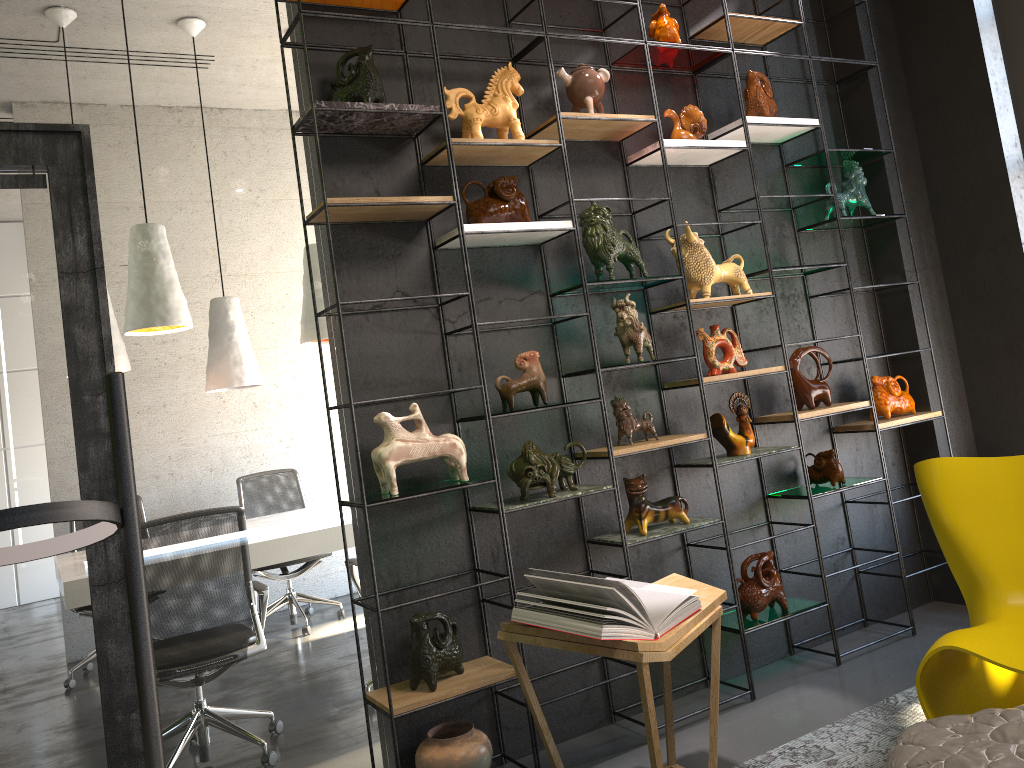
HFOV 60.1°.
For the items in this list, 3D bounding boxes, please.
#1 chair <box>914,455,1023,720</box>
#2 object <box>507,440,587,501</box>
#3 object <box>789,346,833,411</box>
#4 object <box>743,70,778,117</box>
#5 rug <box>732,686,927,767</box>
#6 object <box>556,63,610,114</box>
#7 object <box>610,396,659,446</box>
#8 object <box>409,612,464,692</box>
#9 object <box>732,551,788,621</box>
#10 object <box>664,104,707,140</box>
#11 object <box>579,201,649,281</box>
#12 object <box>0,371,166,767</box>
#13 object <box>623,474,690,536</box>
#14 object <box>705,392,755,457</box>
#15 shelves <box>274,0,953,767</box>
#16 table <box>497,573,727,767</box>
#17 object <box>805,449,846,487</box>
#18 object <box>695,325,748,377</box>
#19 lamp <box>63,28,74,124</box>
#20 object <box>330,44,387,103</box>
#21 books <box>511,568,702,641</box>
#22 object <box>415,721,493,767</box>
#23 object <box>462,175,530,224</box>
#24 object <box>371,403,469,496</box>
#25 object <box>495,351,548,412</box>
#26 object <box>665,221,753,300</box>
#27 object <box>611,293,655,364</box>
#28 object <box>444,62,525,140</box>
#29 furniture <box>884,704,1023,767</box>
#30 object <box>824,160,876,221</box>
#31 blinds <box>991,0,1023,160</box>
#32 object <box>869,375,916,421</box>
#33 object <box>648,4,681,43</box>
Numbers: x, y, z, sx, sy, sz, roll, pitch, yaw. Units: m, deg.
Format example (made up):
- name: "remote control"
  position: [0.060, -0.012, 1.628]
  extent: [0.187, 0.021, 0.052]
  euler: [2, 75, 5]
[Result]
- name: "chair"
  position: [1.727, 0.687, 2.922]
  extent: [0.654, 0.901, 1.070]
  euler: [-10, -3, 31]
- name: "object"
  position: [0.115, 0.314, 3.345]
  extent: [0.190, 0.222, 0.403]
  euler: [-10, -3, 30]
- name: "object"
  position: [1.377, -0.028, 4.104]
  extent: [0.250, 0.292, 0.113]
  euler: [-6, -5, -29]
- name: "object"
  position: [1.185, -1.350, 4.221]
  extent: [0.125, 0.251, 0.253]
  euler: [-11, -4, 31]
- name: "rug"
  position: [2.178, 1.050, 1.722]
  extent: [2.197, 0.010, 3.569]
  euler: [-8, -1, -29]
- name: "object"
  position: [0.312, -1.221, 3.724]
  extent: [0.163, 0.268, 0.237]
  euler: [-11, -4, 32]
- name: "object"
  position: [0.501, 0.142, 3.615]
  extent: [0.184, 0.211, 0.095]
  euler: [-7, -5, -27]
- name: "object"
  position: [-0.262, 0.906, 3.081]
  extent: [0.125, 0.251, 0.253]
  euler: [-11, -4, 31]
- name: "object"
  position: [1.036, 0.856, 3.751]
  extent: [0.254, 0.251, 0.125]
  euler: [-7, -4, -29]
- name: "object"
  position: [0.789, -1.160, 3.978]
  extent: [0.234, 0.211, 0.106]
  euler: [-8, -4, -12]
- name: "object"
  position: [0.404, -0.590, 3.659]
  extent: [0.256, 0.358, 0.166]
  euler: [-7, -5, -24]
- name: "object"
  position: [-0.477, 0.297, 0.883]
  extent: [0.240, 0.605, 0.238]
  euler: [-8, -4, -3]
- name: "object"
  position: [0.589, 0.468, 3.569]
  extent: [0.310, 0.237, 0.154]
  euler: [-7, -4, -26]
- name: "object"
  position: [0.962, 0.174, 3.841]
  extent: [0.228, 0.272, 0.122]
  euler: [-6, -5, -29]
- name: "shelves"
  position: [0.617, -0.668, 3.811]
  extent: [3.002, 3.930, 0.272]
  euler: [-6, -5, -29]
- name: "table"
  position: [0.424, 1.015, 2.800]
  extent: [0.736, 0.622, 0.492]
  euler: [-7, -4, -29]
- name: "object"
  position: [1.435, 0.386, 4.091]
  extent: [0.105, 0.169, 0.209]
  euler: [-6, -3, -30]
- name: "object"
  position: [0.926, -0.151, 3.895]
  extent: [0.268, 0.224, 0.059]
  euler: [-7, -5, -29]
- name: "lamp"
  position: [-2.500, -1.205, 5.093]
  extent: [0.334, 2.326, 0.333]
  euler: [-10, -5, 15]
- name: "object"
  position: [-0.588, -1.098, 3.277]
  extent: [0.252, 0.251, 0.126]
  euler: [-10, -5, 35]
- name: "books"
  position: [0.298, 0.684, 2.836]
  extent: [0.483, 0.234, 0.397]
  euler: [-7, -3, -42]
- name: "object"
  position: [-0.194, 1.304, 3.022]
  extent: [0.267, 0.240, 0.263]
  euler: [-7, -3, -29]
- name: "object"
  position: [-0.066, -0.702, 3.432]
  extent: [0.279, 0.223, 0.137]
  euler: [-7, -4, -30]
- name: "object"
  position: [-0.327, 0.217, 3.134]
  extent: [0.342, 0.305, 0.163]
  euler: [-7, -4, -24]
- name: "object"
  position: [0.034, -0.012, 3.370]
  extent: [0.213, 0.221, 0.118]
  euler: [-5, -5, -45]
- name: "object"
  position: [0.867, -0.537, 3.897]
  extent: [0.370, 0.354, 0.173]
  euler: [-7, -4, -24]
- name: "object"
  position: [0.485, -0.222, 3.617]
  extent: [0.131, 0.281, 0.207]
  euler: [-10, -4, 19]
- name: "object"
  position: [-0.105, -1.097, 3.483]
  extent: [0.377, 0.365, 0.168]
  euler: [-6, -5, -34]
- name: "furniture"
  position: [1.224, 1.000, 2.070]
  extent: [0.681, 0.385, 0.674]
  euler: [-7, -2, -29]
- name: "object"
  position: [1.673, -0.977, 4.437]
  extent: [0.290, 0.334, 0.150]
  euler: [-6, -5, -37]
- name: "blinds"
  position: [1.285, -1.010, 5.366]
  extent: [3.528, 3.324, 12.643]
  euler: [-8, -1, -9]
- name: "object"
  position: [1.866, 0.057, 4.356]
  extent: [0.279, 0.223, 0.137]
  euler: [-7, -4, -29]
- name: "object"
  position: [0.693, -1.594, 4.062]
  extent: [0.138, 0.223, 0.276]
  euler: [-8, -3, 1]
